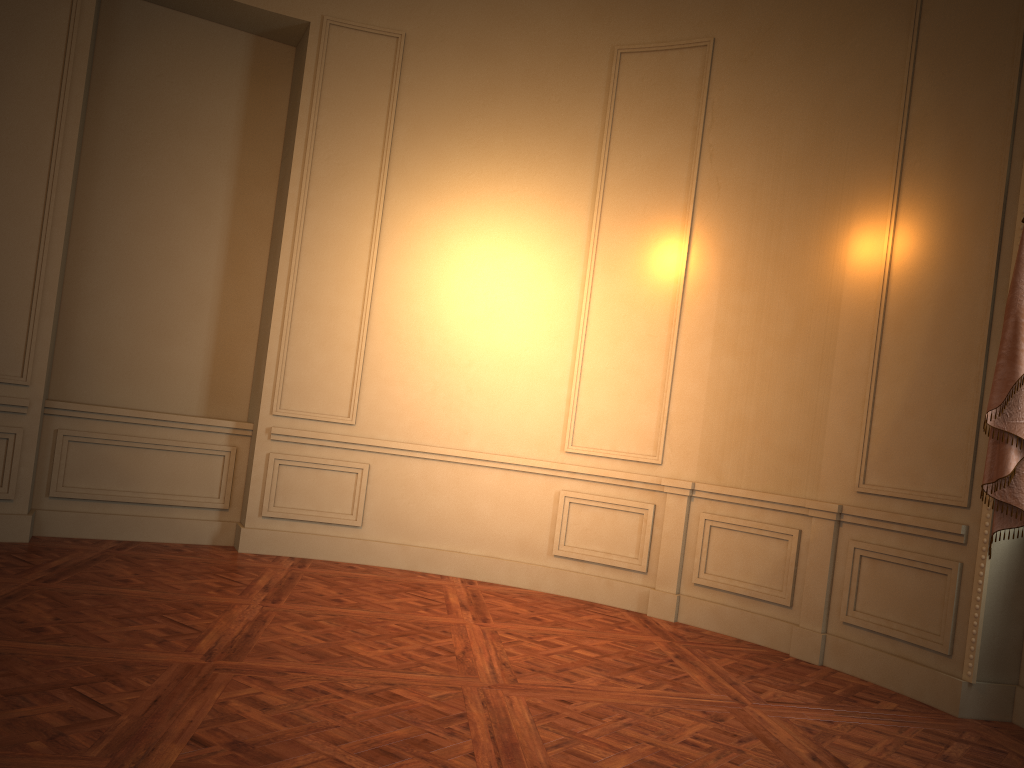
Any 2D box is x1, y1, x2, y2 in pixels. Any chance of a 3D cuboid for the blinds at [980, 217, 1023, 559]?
[{"bbox_3d":[2.447,-0.694,3.478,0.288,2.978,1.323,7,-1,-7],"label":"blinds"}]
